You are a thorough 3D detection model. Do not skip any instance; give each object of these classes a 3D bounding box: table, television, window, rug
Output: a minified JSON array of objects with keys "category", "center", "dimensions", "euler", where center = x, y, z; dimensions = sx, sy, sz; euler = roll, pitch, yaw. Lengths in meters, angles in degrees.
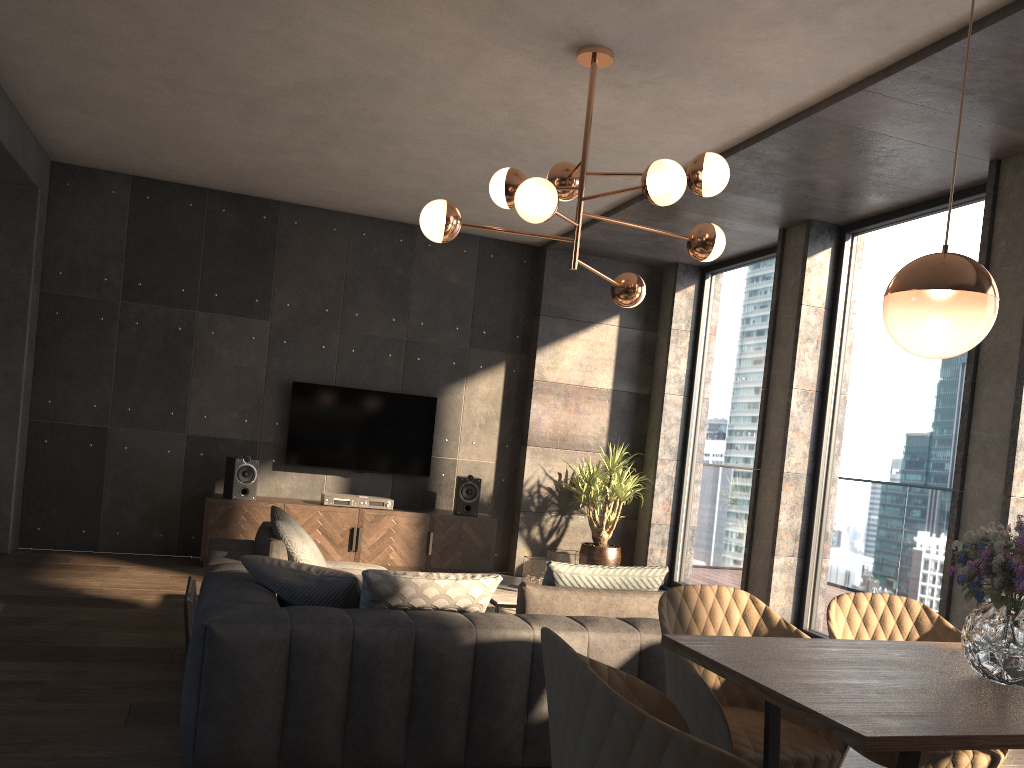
[{"category":"table","center":[1.165,1.109,2.184],"dimensions":[1.470,0.770,0.767],"euler":[7,-1,-18]},{"category":"television","center":[-1.308,0.416,7.723],"dimensions":[1.269,0.737,0.057],"euler":[7,1,-18]},{"category":"table","center":[0.193,1.452,5.565],"dimensions":[0.933,0.309,0.929],"euler":[7,-3,-18]},{"category":"window","center":[2.773,0.315,4.757],"dimensions":[0.200,2.999,7.254],"euler":[5,-3,-18]},{"category":"rug","center":[0.084,1.570,5.089],"dimensions":[1.734,0.020,3.139],"euler":[7,-4,-18]}]

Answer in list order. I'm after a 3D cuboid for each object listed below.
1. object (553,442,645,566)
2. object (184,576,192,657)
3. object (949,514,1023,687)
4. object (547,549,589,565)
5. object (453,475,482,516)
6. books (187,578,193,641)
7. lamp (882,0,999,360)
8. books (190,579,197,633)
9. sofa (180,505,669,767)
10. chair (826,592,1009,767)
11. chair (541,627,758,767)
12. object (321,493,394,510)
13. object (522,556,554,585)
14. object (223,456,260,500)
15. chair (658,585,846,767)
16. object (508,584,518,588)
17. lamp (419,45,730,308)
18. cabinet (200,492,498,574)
[{"category":"object","center":[0.764,1.147,7.997],"dimensions":[0.949,1.362,1.026],"euler":[6,0,13]},{"category":"object","center":[-1.518,1.193,4.386],"dimensions":[0.216,0.352,0.666],"euler":[6,-2,-18]},{"category":"object","center":[1.222,0.519,2.136],"dimensions":[0.327,0.409,0.299],"euler":[5,-1,42]},{"category":"object","center":[0.334,1.175,5.494],"dimensions":[0.200,0.261,0.196],"euler":[6,0,-18]},{"category":"object","center":[-0.389,0.967,7.736],"dimensions":[0.198,0.355,0.249],"euler":[6,0,-8]},{"category":"books","center":[-1.556,1.174,4.303],"dimensions":[0.065,0.355,0.566],"euler":[5,-2,-18]},{"category":"lamp","center":[1.038,-0.826,1.995],"dimensions":[0.240,1.547,0.238],"euler":[4,2,-43]},{"category":"books","center":[-1.542,1.175,4.301],"dimensions":[0.065,0.355,0.566],"euler":[5,-2,-18]},{"category":"sofa","center":[-0.525,1.077,4.419],"dimensions":[2.029,0.784,2.906],"euler":[7,-3,-19]},{"category":"chair","center":[1.255,1.125,2.812],"dimensions":[0.556,0.837,0.509],"euler":[6,0,-9]},{"category":"chair","center":[0.293,0.971,1.916],"dimensions":[0.511,0.837,0.554],"euler":[6,0,-14]},{"category":"object","center":[-1.308,0.991,7.448],"dimensions":[0.575,0.087,0.270],"euler":[7,-3,-18]},{"category":"object","center":[0.157,1.169,5.365],"dimensions":[0.149,0.221,0.149],"euler":[6,0,-18]},{"category":"object","center":[-2.185,0.748,7.132],"dimensions":[0.199,0.355,0.248],"euler":[6,0,-33]},{"category":"chair","center":[0.678,1.054,2.614],"dimensions":[0.557,0.837,0.508],"euler":[6,0,-24]},{"category":"object","center":[0.061,1.275,5.525],"dimensions":[0.180,0.012,0.046],"euler":[3,-4,33]},{"category":"lamp","center":[0.457,-1.001,4.098],"dimensions":[1.471,1.039,1.010],"euler":[7,-2,-42]},{"category":"cabinet","center":[-1.361,1.312,7.522],"dimensions":[2.414,0.552,0.539],"euler":[7,-1,-18]}]
